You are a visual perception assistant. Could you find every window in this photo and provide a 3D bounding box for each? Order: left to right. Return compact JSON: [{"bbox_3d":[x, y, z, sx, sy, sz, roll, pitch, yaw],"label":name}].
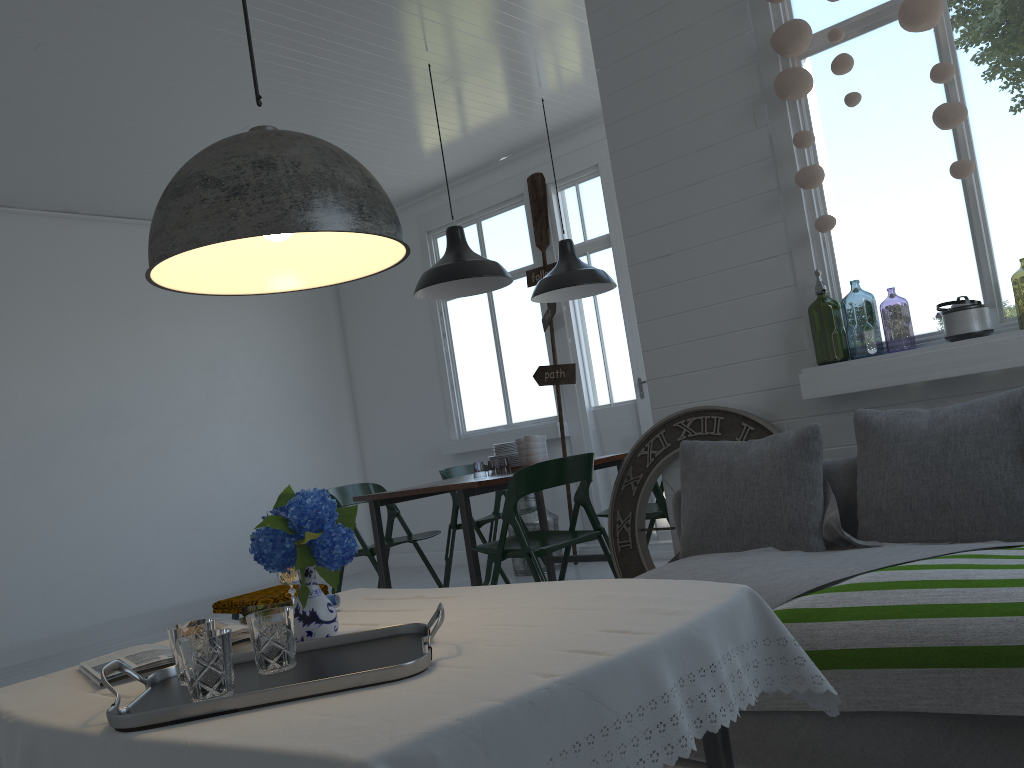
[{"bbox_3d":[-0.240,-0.606,8.325,1.485,2.396,0.253,-12,-4,41],"label":"window"},{"bbox_3d":[1.699,-1.235,3.487,1.485,2.396,0.253,-12,-4,41],"label":"window"}]

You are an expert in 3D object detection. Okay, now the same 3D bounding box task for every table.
[{"bbox_3d":[-0.297,0.929,1.991,1.673,0.724,1.326,-12,-5,42],"label":"table"},{"bbox_3d":[0.008,1.027,5.726,1.173,0.929,1.694,-12,-5,38],"label":"table"}]

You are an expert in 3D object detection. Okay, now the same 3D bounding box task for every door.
[{"bbox_3d":[0.987,-0.311,7.283,1.612,3.477,0.253,-11,-4,41],"label":"door"}]

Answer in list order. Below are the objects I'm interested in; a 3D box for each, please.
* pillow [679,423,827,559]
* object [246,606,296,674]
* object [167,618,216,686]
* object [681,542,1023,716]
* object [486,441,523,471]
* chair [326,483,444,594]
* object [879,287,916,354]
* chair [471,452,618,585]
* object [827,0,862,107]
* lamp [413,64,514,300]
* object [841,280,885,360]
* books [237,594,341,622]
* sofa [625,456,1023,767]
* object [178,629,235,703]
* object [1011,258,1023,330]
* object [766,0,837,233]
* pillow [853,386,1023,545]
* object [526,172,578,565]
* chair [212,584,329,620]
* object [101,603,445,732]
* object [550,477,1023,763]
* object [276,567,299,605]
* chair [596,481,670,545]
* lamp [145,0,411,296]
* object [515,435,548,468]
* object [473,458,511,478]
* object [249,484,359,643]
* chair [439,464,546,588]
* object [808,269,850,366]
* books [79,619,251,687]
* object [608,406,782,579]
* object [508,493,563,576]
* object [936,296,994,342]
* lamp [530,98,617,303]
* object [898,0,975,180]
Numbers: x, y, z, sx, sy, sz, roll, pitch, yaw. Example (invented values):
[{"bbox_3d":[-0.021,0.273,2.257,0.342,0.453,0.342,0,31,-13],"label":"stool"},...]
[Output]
[{"bbox_3d":[0.947,0.459,3.569,0.640,0.521,0.278,-12,-4,40],"label":"pillow"},{"bbox_3d":[-0.481,0.518,1.791,0.096,0.119,0.095,-10,-4,25],"label":"object"},{"bbox_3d":[-0.642,0.543,1.797,0.095,0.119,0.096,-7,-4,-25],"label":"object"},{"bbox_3d":[1.510,0.718,2.480,3.170,0.473,1.043,-12,-5,41],"label":"object"},{"bbox_3d":[-0.019,0.485,5.901,0.300,0.194,0.306,-8,-4,-13],"label":"object"},{"bbox_3d":[-0.858,1.157,6.000,0.731,1.005,0.651,-10,-3,21],"label":"chair"},{"bbox_3d":[1.576,-0.261,3.634,0.110,0.269,0.111,-7,-3,-31],"label":"object"},{"bbox_3d":[0.185,0.906,4.690,0.731,1.005,0.651,-12,-4,41],"label":"chair"},{"bbox_3d":[1.347,-1.687,3.699,0.152,1.087,0.150,-8,-3,-14],"label":"object"},{"bbox_3d":[-0.426,-1.353,5.749,0.651,1.498,0.649,-11,-4,37],"label":"lamp"},{"bbox_3d":[1.470,-0.271,3.733,0.137,0.334,0.138,-6,-4,-42],"label":"object"},{"bbox_3d":[-0.656,0.633,2.426,0.300,0.043,0.229,-10,-4,15],"label":"books"},{"bbox_3d":[1.009,0.668,1.675,3.400,0.898,3.405,-12,-5,40],"label":"sofa"},{"bbox_3d":[-0.556,0.519,1.627,0.095,0.119,0.096,-7,-4,-25],"label":"object"},{"bbox_3d":[1.943,-0.340,3.323,0.110,0.269,0.111,-7,-3,-31],"label":"object"},{"bbox_3d":[1.230,-1.335,3.830,0.193,1.403,0.197,-9,-3,1],"label":"object"},{"bbox_3d":[1.541,0.310,3.165,0.642,0.520,0.280,-12,-4,41],"label":"pillow"},{"bbox_3d":[0.387,-0.176,7.645,0.361,3.418,0.413,-8,-3,-17],"label":"object"},{"bbox_3d":[-1.155,1.307,4.371,0.420,0.562,0.419,-12,-4,41],"label":"chair"},{"bbox_3d":[-0.450,0.533,1.733,0.651,0.092,0.399,-8,-4,-7],"label":"object"},{"bbox_3d":[0.757,0.822,3.275,1.683,0.923,1.214,-8,-4,-8],"label":"object"},{"bbox_3d":[-0.588,0.531,2.359,0.098,0.191,0.098,-7,-3,-29],"label":"object"},{"bbox_3d":[0.907,0.851,5.526,0.731,1.005,0.651,-10,-3,21],"label":"chair"},{"bbox_3d":[-0.694,-1.281,2.127,0.601,2.042,0.601,-9,-3,11],"label":"lamp"},{"bbox_3d":[0.129,0.430,5.582,0.149,0.216,0.309,-8,-4,-16],"label":"object"},{"bbox_3d":[-0.123,0.532,5.646,0.241,0.098,0.172,-5,-5,-45],"label":"object"},{"bbox_3d":[-0.454,0.410,2.009,0.236,0.376,0.265,-12,-4,43],"label":"object"},{"bbox_3d":[-0.156,1.103,6.812,0.731,1.005,0.651,-11,-4,31],"label":"chair"},{"bbox_3d":[1.349,-0.290,3.813,0.136,0.415,0.136,-11,-4,38],"label":"object"},{"bbox_3d":[-0.800,0.631,2.152,0.422,0.049,0.301,-6,-5,-34],"label":"books"},{"bbox_3d":[0.897,0.675,4.134,1.113,1.137,0.584,-10,-3,26],"label":"object"},{"bbox_3d":[0.182,1.232,7.539,0.451,0.724,0.450,-10,-3,21],"label":"object"},{"bbox_3d":[1.777,-0.258,3.484,0.186,0.174,0.208,-10,-4,21],"label":"object"},{"bbox_3d":[0.344,-1.413,6.639,0.650,1.498,0.651,-9,-3,-4],"label":"lamp"},{"bbox_3d":[1.623,-1.492,3.482,0.196,1.425,0.200,-7,-4,-39],"label":"object"}]
